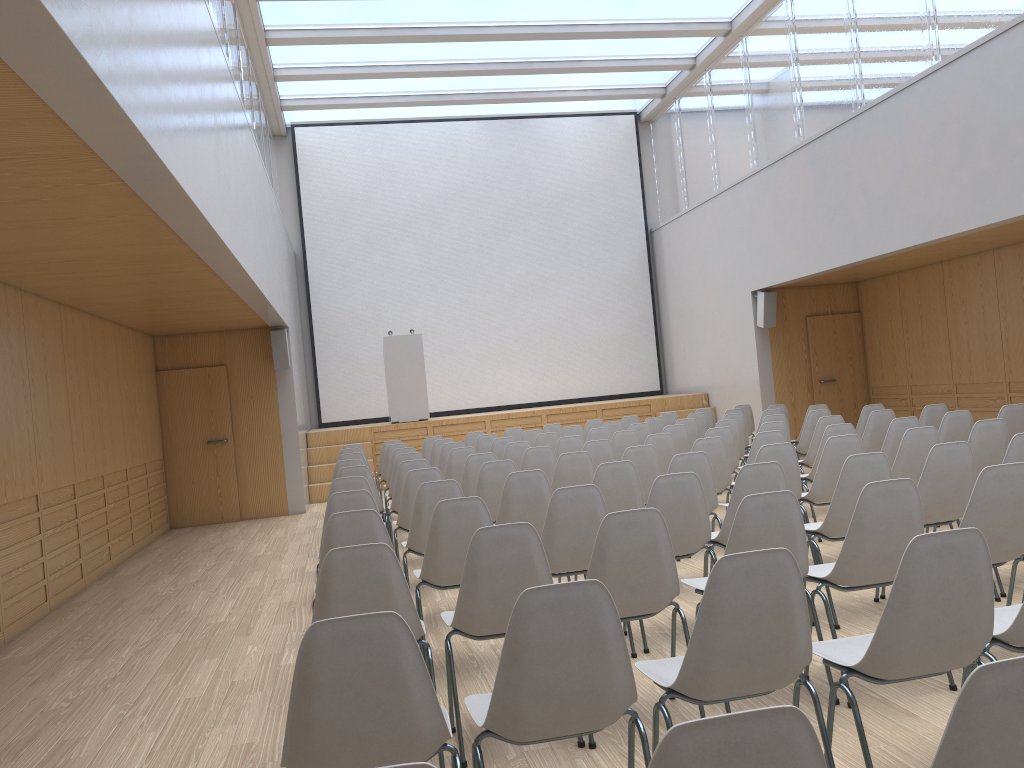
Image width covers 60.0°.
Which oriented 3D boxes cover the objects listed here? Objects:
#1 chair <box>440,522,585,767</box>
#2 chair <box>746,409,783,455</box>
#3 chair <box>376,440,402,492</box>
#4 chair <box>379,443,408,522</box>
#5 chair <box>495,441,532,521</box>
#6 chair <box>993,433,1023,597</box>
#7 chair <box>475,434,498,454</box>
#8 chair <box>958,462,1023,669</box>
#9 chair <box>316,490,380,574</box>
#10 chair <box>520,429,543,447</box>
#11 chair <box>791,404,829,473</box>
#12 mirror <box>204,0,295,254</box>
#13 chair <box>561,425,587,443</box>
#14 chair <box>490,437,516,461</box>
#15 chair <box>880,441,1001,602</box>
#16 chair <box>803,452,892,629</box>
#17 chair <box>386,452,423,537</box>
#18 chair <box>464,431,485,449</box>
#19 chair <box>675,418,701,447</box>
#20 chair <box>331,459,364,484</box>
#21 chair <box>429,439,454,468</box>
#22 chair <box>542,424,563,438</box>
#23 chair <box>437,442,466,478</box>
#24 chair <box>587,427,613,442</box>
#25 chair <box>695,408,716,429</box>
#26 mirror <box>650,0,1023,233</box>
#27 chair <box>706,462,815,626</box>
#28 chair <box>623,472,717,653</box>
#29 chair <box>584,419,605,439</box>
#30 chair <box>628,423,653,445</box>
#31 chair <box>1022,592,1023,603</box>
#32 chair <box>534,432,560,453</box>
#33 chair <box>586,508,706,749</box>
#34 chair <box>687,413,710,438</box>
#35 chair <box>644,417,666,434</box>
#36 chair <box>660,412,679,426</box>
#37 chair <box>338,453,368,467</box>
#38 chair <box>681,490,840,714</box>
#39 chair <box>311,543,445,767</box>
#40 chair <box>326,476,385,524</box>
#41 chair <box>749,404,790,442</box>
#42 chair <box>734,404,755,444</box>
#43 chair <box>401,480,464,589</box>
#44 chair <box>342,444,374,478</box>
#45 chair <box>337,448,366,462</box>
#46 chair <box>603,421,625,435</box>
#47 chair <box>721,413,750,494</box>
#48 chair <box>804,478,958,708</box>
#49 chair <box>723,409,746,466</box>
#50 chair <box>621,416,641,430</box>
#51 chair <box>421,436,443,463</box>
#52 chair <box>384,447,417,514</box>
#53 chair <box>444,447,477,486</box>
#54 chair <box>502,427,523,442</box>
[{"bbox_3d":[-0.036,0.959,3.513,0.479,0.876,0.505,-5,0,-11],"label":"chair"},{"bbox_3d":[2.907,0.725,10.165,0.479,0.876,0.505,-5,0,-11],"label":"chair"},{"bbox_3d":[-1.493,1.146,11.266,0.479,0.876,0.505,-5,0,-11],"label":"chair"},{"bbox_3d":[-1.317,1.124,10.365,0.479,0.876,0.505,-5,0,-11],"label":"chair"},{"bbox_3d":[0.055,0.983,8.546,0.479,0.876,0.505,-5,0,-11],"label":"chair"},{"bbox_3d":[2.807,0.701,5.051,0.479,0.876,0.505,-5,0,-11],"label":"chair"},{"bbox_3d":[-0.293,1.029,10.575,0.479,0.876,0.505,-5,0,-11],"label":"chair"},{"bbox_3d":[2.009,0.769,3.867,0.479,0.876,0.505,-5,0,-11],"label":"chair"},{"bbox_3d":[-0.936,1.055,5.331,0.479,0.876,0.505,-5,0,-11],"label":"chair"},{"bbox_3d":[0.231,0.980,10.613,0.479,0.876,0.505,-5,0,-11],"label":"chair"},{"bbox_3d":[3.443,0.675,10.237,0.479,0.876,0.505,-5,0,-11],"label":"chair"},{"bbox_3d":[-2.395,-3.491,6.722,0.253,2.090,17.828,-5,0,-11],"label":"mirror"},{"bbox_3d":[0.714,0.935,10.744,0.479,0.876,0.505,-5,0,-11],"label":"chair"},{"bbox_3d":[-0.092,1.003,9.557,0.479,0.876,0.505,-5,0,-11],"label":"chair"},{"bbox_3d":[2.296,0.748,4.896,0.479,0.876,0.505,-5,0,-11],"label":"chair"},{"bbox_3d":[1.799,0.794,4.761,0.479,0.876,0.505,-5,0,-11],"label":"chair"},{"bbox_3d":[-0.959,1.077,8.416,0.479,0.876,0.505,-5,0,-11],"label":"chair"},{"bbox_3d":[-0.473,1.052,11.540,0.479,0.876,0.505,-5,0,-11],"label":"chair"},{"bbox_3d":[1.893,0.819,9.906,0.479,0.876,0.505,-5,0,-11],"label":"chair"},{"bbox_3d":[-1.482,1.126,8.259,0.479,0.876,0.505,-5,0,-11],"label":"chair"},{"bbox_3d":[-0.793,1.075,10.422,0.479,0.876,0.505,-5,0,-11],"label":"chair"},{"bbox_3d":[0.514,0.960,11.704,0.479,0.876,0.505,-5,0,-11],"label":"chair"},{"bbox_3d":[-0.618,1.052,9.507,0.479,0.876,0.505,-5,0,-11],"label":"chair"},{"bbox_3d":[0.933,0.908,9.685,0.479,0.876,0.505,-5,0,-11],"label":"chair"},{"bbox_3d":[2.567,0.770,12.136,0.479,0.876,0.505,-5,0,-11],"label":"chair"},{"bbox_3d":[4.253,-4.108,7.964,0.253,2.090,17.828,-5,0,-11],"label":"mirror"},{"bbox_3d":[1.264,0.845,4.773,0.479,0.876,0.505,-5,0,-11],"label":"chair"},{"bbox_3d":[0.813,0.886,4.660,0.479,0.876,0.505,-5,0,-11],"label":"chair"},{"bbox_3d":[1.075,0.908,11.788,0.479,0.876,0.505,-5,0,-11],"label":"chair"},{"bbox_3d":[1.382,0.866,9.870,0.479,0.876,0.505,-5,0,-11],"label":"chair"},{"bbox_3d":[2.515,0.721,3.941,0.479,0.876,0.505,-5,0,-11],"label":"chair"},{"bbox_3d":[0.369,0.960,9.663,0.479,0.876,0.505,-5,0,-11],"label":"chair"},{"bbox_3d":[0.445,0.914,3.574,0.479,0.876,0.505,-5,0,-11],"label":"chair"},{"bbox_3d":[2.235,0.793,10.987,0.479,0.876,0.505,-5,0,-11],"label":"chair"},{"bbox_3d":[1.707,0.843,10.930,0.479,0.876,0.505,-5,0,-11],"label":"chair"},{"bbox_3d":[2.078,0.815,12.016,0.479,0.876,0.505,-5,0,-11],"label":"chair"},{"bbox_3d":[-1.653,1.148,9.304,0.479,0.876,0.505,-5,0,-11],"label":"chair"},{"bbox_3d":[0.992,0.863,3.695,0.479,0.876,0.505,-5,0,-11],"label":"chair"},{"bbox_3d":[-0.545,1.006,3.348,0.479,0.876,0.505,-5,0,-11],"label":"chair"},{"bbox_3d":[-1.127,1.080,6.332,0.479,0.876,0.505,-5,0,-11],"label":"chair"},{"bbox_3d":[3.261,0.698,11.179,0.479,0.876,0.505,-5,0,-11],"label":"chair"},{"bbox_3d":[3.105,0.719,12.208,0.479,0.876,0.505,-5,0,-11],"label":"chair"},{"bbox_3d":[-0.438,1.009,5.444,0.479,0.876,0.505,-5,0,-11],"label":"chair"},{"bbox_3d":[-1.991,1.193,11.256,0.479,0.876,0.505,-5,0,-11],"label":"chair"},{"bbox_3d":[-1.840,1.172,10.296,0.479,0.876,0.505,-5,0,-11],"label":"chair"},{"bbox_3d":[1.204,0.890,10.864,0.479,0.876,0.505,-5,0,-11],"label":"chair"},{"bbox_3d":[2.449,0.767,10.051,0.479,0.876,0.505,-5,0,-11],"label":"chair"},{"bbox_3d":[1.476,0.818,3.726,0.479,0.876,0.505,-5,0,-11],"label":"chair"},{"bbox_3d":[2.723,0.748,11.138,0.479,0.876,0.505,-5,0,-11],"label":"chair"},{"bbox_3d":[1.549,0.864,11.936,0.479,0.876,0.505,-5,0,-11],"label":"chair"},{"bbox_3d":[-0.994,1.100,11.401,0.479,0.876,0.505,-5,0,-11],"label":"chair"},{"bbox_3d":[-1.113,1.098,9.345,0.479,0.876,0.505,-5,0,-11],"label":"chair"},{"bbox_3d":[-0.467,1.031,8.490,0.479,0.876,0.505,-5,0,-11],"label":"chair"},{"bbox_3d":[0.011,1.007,11.658,0.479,0.876,0.505,-5,0,-11],"label":"chair"}]
